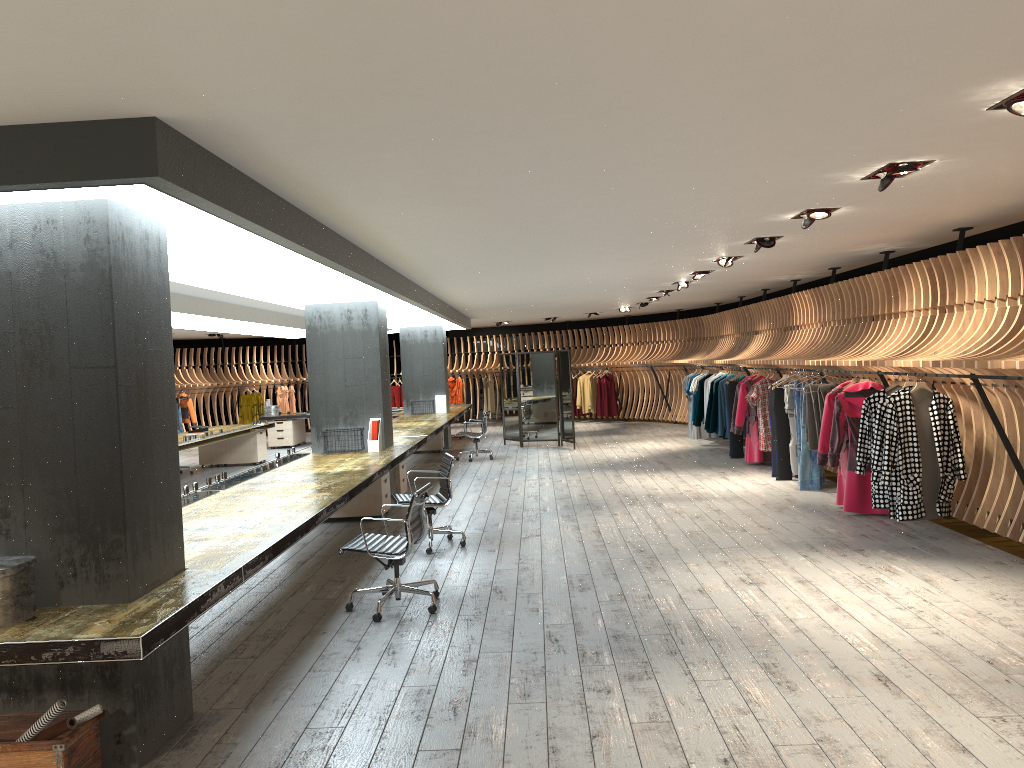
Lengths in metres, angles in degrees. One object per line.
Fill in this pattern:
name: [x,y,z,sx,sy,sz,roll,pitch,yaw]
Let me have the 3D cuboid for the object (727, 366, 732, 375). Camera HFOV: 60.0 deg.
object: [3.701,-0.167,14.990,0.525,0.270,0.012,-3,0,2]

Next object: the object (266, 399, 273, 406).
object: [-5.563,0.448,20.570,0.262,0.204,0.088,-3,1,0]

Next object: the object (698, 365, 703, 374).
object: [3.781,-0.235,17.554,0.525,0.270,0.012,-3,1,-13]

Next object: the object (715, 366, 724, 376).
object: [3.727,-0.191,15.761,0.525,0.270,0.012,-3,0,7]

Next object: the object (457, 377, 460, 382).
object: [-1.512,-0.159,25.352,0.012,0.270,0.525,-3,1,-18]

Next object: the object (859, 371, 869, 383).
object: [3.530,0.004,8.872,0.525,0.270,0.012,-2,1,32]

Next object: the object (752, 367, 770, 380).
object: [3.669,-0.115,13.043,0.525,0.270,0.012,-3,1,12]

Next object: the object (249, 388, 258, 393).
object: [-6.993,0.164,23.984,0.525,0.270,0.012,-2,1,32]

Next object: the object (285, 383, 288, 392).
object: [-6.264,0.109,24.507,0.012,0.270,0.525,-3,1,-28]

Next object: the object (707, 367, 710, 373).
object: [3.763,-0.206,16.816,0.524,0.285,0.013,-3,0,-4]

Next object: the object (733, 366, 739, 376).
object: [3.691,-0.155,14.556,0.525,0.270,0.012,-3,1,12]

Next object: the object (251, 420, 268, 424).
object: [-4.942,0.757,17.398,0.302,0.074,0.217,-3,1,-4]

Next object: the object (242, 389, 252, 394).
object: [-7.127,0.174,23.860,0.525,0.270,0.012,-2,1,32]

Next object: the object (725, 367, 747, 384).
object: [3.690,-0.145,14.257,0.525,0.270,0.012,-2,1,27]

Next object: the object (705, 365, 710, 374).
object: [3.775,-0.211,16.920,0.523,0.290,0.013,-3,0,-4]

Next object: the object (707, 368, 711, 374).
object: [3.745,-0.213,16.702,0.525,0.270,0.012,-3,1,-13]

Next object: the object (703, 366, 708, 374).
object: [3.754,-0.218,17.007,0.525,0.270,0.012,-3,0,7]

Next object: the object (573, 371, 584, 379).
object: [1.831,-0.286,23.590,0.525,0.270,0.012,-4,1,-33]

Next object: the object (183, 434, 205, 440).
object: [-5.023,0.847,14.021,0.302,0.071,0.209,-3,1,-4]

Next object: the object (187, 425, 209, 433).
object: [-5.620,0.805,15.892,0.261,0.111,0.373,-3,1,2]

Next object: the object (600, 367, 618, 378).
object: [2.493,-0.300,22.806,0.525,0.270,0.012,-4,1,-23]

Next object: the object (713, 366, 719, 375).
object: [3.735,-0.193,16.135,0.525,0.270,0.012,-3,0,7]

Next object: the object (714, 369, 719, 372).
object: [3.752,-0.197,16.262,0.525,0.270,0.012,-3,0,2]

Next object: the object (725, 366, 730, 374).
object: [3.710,-0.171,15.194,0.525,0.270,0.012,-3,0,7]

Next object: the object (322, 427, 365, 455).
object: [-1.987,0.677,10.493,0.459,0.289,0.330,-3,1,-1]

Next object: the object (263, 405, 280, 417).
object: [-5.590,0.627,20.627,0.303,0.239,0.498,-3,1,2]

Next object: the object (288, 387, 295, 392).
object: [-6.116,0.099,24.577,0.012,0.270,0.525,-3,1,-33]

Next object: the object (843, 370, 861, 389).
object: [3.574,-0.007,9.193,0.525,0.270,0.012,-2,1,22]

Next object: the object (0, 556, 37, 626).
object: [-2.315,0.888,3.780,0.498,0.239,0.303,-3,1,2]

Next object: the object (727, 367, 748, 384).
object: [3.675,-0.140,14.077,0.525,0.270,0.012,-3,0,7]

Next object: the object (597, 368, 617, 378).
object: [2.438,-0.300,22.891,0.525,0.270,0.012,-3,0,2]

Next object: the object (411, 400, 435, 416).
object: [-1.795,0.477,17.893,0.459,0.289,0.330,-3,1,4]

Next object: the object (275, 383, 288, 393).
object: [-6.364,0.116,24.442,0.525,0.270,0.012,-2,1,37]

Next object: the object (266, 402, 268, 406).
object: [-5.668,0.462,20.487,0.062,0.109,0.062,-3,1,-32]

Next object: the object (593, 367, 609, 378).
object: [2.335,-0.298,23.014,0.525,0.270,0.012,-4,1,-23]

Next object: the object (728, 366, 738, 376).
object: [3.716,-0.163,14.879,0.525,0.270,0.012,-3,0,2]

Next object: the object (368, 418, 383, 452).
object: [-1.633,0.606,10.539,0.129,0.383,0.240,-3,1,2]

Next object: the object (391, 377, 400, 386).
object: [-3.383,-0.065,25.455,0.012,0.270,0.525,-3,1,-43]

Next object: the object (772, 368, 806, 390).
object: [3.621,-0.070,11.468,0.525,0.270,0.012,-3,0,2]

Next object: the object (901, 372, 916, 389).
object: [3.507,0.031,7.809,0.525,0.270,0.012,-3,0,2]

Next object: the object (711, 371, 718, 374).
object: [3.742,-0.199,16.344,0.525,0.270,0.012,-3,0,2]

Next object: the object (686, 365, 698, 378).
object: [3.774,-0.246,18.009,0.525,0.270,0.012,-3,1,17]

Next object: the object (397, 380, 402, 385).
object: [-3.217,-0.073,25.464,0.012,0.270,0.525,-3,1,-28]

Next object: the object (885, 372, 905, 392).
object: [3.544,0.021,8.133,0.525,0.270,0.012,-2,1,22]

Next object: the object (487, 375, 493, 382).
object: [-0.614,-0.197,25.119,0.012,0.270,0.525,-3,1,22]

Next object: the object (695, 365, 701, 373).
object: [3.762,-0.242,17.865,0.525,0.270,0.012,-3,1,-8]

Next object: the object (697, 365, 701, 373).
object: [3.766,-0.238,17.728,0.525,0.270,0.012,-3,1,17]

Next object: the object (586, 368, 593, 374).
object: [2.037,-0.295,23.366,0.525,0.270,0.012,-3,0,2]

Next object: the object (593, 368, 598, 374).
object: [2.176,-0.298,23.193,0.012,0.270,0.525,-3,1,42]

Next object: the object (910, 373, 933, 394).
object: [3.521,0.035,7.628,0.525,0.270,0.012,-3,1,-8]

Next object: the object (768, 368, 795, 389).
object: [3.618,-0.076,11.681,0.525,0.270,0.012,-2,1,42]

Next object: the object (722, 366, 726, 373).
object: [3.722,-0.184,15.527,0.525,0.270,0.012,-3,0,2]

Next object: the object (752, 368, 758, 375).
object: [3.654,-0.120,13.290,0.525,0.270,0.012,-3,0,2]

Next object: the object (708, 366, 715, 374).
object: [3.726,-0.197,16.530,0.524,0.284,0.014,-3,1,12]

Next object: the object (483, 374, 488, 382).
object: [-0.744,-0.191,25.140,0.012,0.270,0.525,-3,1,17]

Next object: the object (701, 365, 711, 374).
object: [3.729,-0.213,17.115,0.523,0.288,0.015,-3,1,12]
